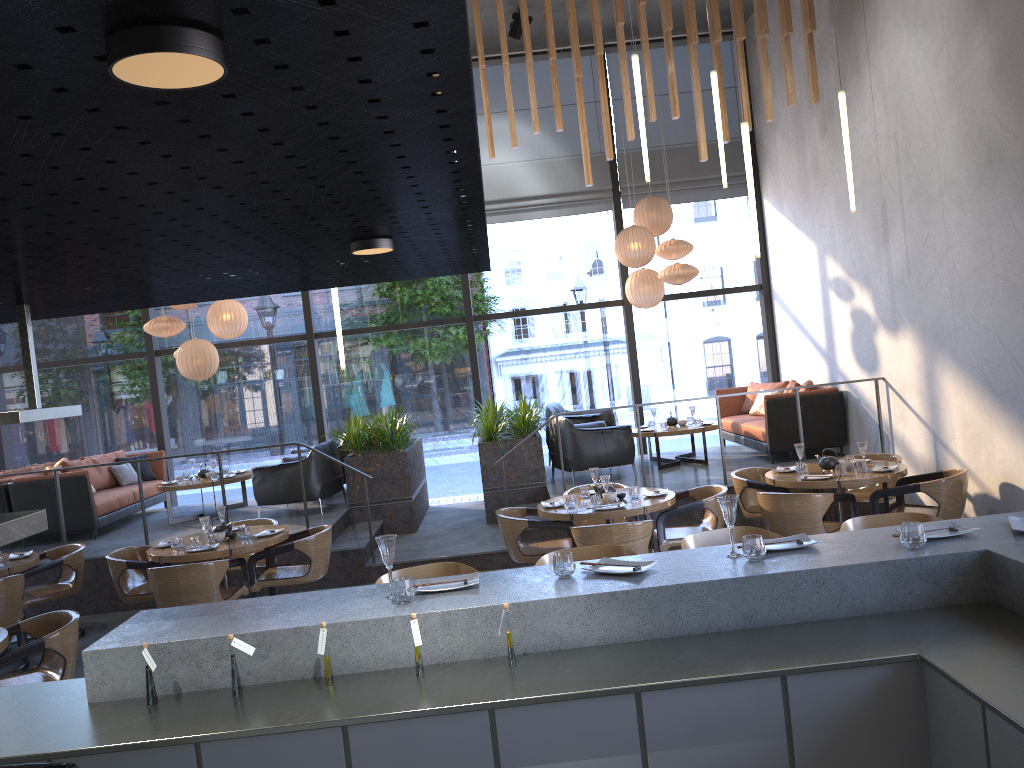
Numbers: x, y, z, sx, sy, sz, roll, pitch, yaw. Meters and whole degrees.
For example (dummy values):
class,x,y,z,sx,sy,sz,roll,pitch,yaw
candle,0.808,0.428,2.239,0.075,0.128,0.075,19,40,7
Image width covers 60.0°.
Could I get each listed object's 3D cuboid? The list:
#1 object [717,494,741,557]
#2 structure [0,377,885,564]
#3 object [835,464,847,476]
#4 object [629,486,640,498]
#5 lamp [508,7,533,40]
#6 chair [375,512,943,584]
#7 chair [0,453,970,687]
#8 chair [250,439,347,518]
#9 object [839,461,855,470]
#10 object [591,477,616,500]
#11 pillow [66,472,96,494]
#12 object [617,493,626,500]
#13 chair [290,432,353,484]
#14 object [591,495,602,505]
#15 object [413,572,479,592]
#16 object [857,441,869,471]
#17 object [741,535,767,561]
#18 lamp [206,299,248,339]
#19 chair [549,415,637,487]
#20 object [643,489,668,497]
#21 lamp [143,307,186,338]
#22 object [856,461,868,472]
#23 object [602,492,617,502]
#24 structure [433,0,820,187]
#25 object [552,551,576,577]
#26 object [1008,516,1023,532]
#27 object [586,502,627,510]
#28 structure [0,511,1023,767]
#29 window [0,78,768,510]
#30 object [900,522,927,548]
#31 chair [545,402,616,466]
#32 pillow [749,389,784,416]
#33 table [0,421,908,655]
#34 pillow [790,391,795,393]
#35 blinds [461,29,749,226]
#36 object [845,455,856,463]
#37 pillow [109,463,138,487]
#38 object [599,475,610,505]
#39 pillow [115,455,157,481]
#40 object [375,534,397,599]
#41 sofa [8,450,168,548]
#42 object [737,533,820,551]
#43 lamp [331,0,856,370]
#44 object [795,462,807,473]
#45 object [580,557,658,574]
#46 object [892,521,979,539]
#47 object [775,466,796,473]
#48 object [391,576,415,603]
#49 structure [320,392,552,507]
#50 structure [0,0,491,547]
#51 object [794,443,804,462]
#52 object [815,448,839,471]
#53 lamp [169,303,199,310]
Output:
class,x,y,z,sx,sy,sz,roll,pitch,yaw
object,0.828,0.537,3.358,0.082,0.227,0.082,-5,2,34
structure,-2.298,-0.105,3.828,11.718,4.117,9.054,-6,1,-1
object,2.572,0.677,6.933,0.086,0.086,0.086,-7,2,-29
object,0.963,0.853,6.975,0.086,0.086,0.086,-6,1,2
lamp,0.061,-4.071,10.075,0.273,0.367,0.300,-8,2,-45
chair,1.715,1.168,2.015,2.787,1.047,5.395,-7,2,-23
chair,-1.374,1.556,5.924,9.749,0.759,4.352,-6,1,1
chair,-2.326,1.030,9.779,0.833,0.743,1.030,-6,1,6
object,2.726,0.664,7.210,0.116,0.065,0.116,-6,2,25
object,0.743,0.828,7.072,0.168,0.179,0.163,-5,2,37
pillow,-4.850,1.118,9.940,0.289,0.311,0.393,-7,1,-20
object,0.860,0.886,6.983,0.080,0.042,0.080,-7,2,-37
chair,-2.346,1.003,10.962,0.833,0.743,1.030,-7,1,-15
object,0.644,0.893,6.768,0.086,0.086,0.086,-6,2,24
object,-0.272,0.761,3.357,0.294,0.025,0.170,-6,1,-2
object,2.809,0.576,7.081,0.082,0.227,0.082,-6,2,22
object,0.889,0.604,3.265,0.086,0.086,0.086,-6,1,-1
lamp,-2.419,-2.129,7.408,0.468,3.124,6.999,-7,1,-20
chair,0.857,0.679,9.822,0.833,0.743,1.030,-7,1,-15
object,1.127,0.866,6.987,0.170,0.025,0.294,-6,1,19
lamp,-4.122,-1.663,10.224,0.467,2.271,0.467,-7,2,-37
object,2.765,0.654,7.015,0.086,0.086,0.086,-7,2,-25
object,0.765,0.887,6.925,0.116,0.065,0.116,-7,2,-22
structure,-1.948,-0.917,3.710,10.399,5.894,10.127,-6,1,-1
object,0.194,0.679,3.328,0.086,0.086,0.086,-7,2,-25
object,1.925,0.522,3.246,0.170,0.025,0.294,-6,2,25
object,0.703,0.921,6.627,0.294,0.025,0.170,-6,1,-4
structure,-2.188,1.442,1.082,8.945,1.400,4.889,-6,1,-1
window,-2.595,-0.878,5.189,12.739,5.897,12.900,-6,1,-1
object,1.445,0.545,3.193,0.086,0.086,0.086,-6,1,20
chair,0.851,0.572,11.045,0.833,0.743,1.030,-6,1,14
pillow,3.082,0.226,10.804,0.289,0.311,0.393,-7,1,-20
table,-2.091,1.491,7.467,10.659,0.968,6.876,-6,1,0
pillow,2.951,0.264,9.626,0.242,0.345,0.418,-5,2,40
blinds,-6.073,-2.373,7.996,8.760,2.314,17.610,-5,2,43
object,2.817,0.639,7.394,0.086,0.086,0.086,-6,1,-7
pillow,-4.723,1.109,10.836,0.203,0.263,0.332,-6,1,19
object,0.721,0.813,6.771,0.082,0.227,0.082,-7,2,-31
pillow,-4.721,1.069,11.119,0.242,0.345,0.418,-5,2,40
object,-0.457,0.680,3.303,0.082,0.227,0.082,-5,2,34
sofa,-4.818,1.256,10.334,0.864,0.811,2.226,-6,1,-1
object,1.013,0.618,3.412,0.294,0.025,0.170,-6,1,-2
lamp,-1.859,-5.085,3.166,8.975,10.231,8.774,-6,1,-2
object,2.374,0.690,7.288,0.086,0.086,0.086,-6,2,22
object,0.384,0.689,3.342,0.294,0.025,0.170,-5,2,37
object,1.572,0.559,3.334,0.294,0.025,0.170,-6,1,-8
object,2.303,0.725,7.465,0.170,0.025,0.294,-6,2,25
object,-0.396,0.747,3.210,0.086,0.086,0.086,-6,1,-1
structure,-5.077,1.534,5.960,4.306,1.608,15.715,-5,2,38
structure,-4.389,-0.522,1.099,8.600,2.382,4.958,-6,1,-1
object,2.402,0.613,7.386,0.082,0.227,0.082,-7,2,-29
object,2.598,0.619,7.292,0.168,0.179,0.163,-6,1,3
lamp,-3.922,-2.036,10.231,0.465,2.374,0.465,-6,2,23
